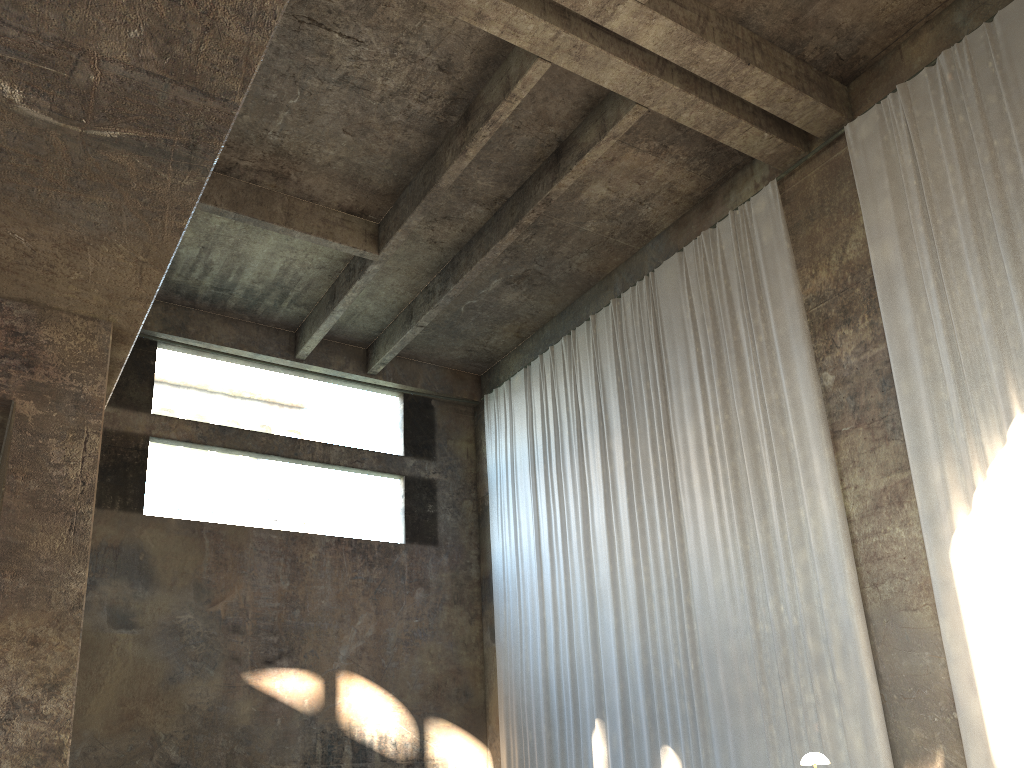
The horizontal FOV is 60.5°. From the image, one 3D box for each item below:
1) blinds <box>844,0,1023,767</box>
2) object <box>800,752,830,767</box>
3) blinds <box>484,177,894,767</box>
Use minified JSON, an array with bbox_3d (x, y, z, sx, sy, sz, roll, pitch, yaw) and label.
[{"bbox_3d":[6.362,-0.764,6.538,0.277,8.280,8.099,8,-24,-30],"label":"blinds"},{"bbox_3d":[2.527,3.757,7.354,0.571,1.242,0.687,-3,-20,0],"label":"object"},{"bbox_3d":[1.719,2.646,13.435,0.277,8.281,8.089,9,-24,-32],"label":"blinds"}]
